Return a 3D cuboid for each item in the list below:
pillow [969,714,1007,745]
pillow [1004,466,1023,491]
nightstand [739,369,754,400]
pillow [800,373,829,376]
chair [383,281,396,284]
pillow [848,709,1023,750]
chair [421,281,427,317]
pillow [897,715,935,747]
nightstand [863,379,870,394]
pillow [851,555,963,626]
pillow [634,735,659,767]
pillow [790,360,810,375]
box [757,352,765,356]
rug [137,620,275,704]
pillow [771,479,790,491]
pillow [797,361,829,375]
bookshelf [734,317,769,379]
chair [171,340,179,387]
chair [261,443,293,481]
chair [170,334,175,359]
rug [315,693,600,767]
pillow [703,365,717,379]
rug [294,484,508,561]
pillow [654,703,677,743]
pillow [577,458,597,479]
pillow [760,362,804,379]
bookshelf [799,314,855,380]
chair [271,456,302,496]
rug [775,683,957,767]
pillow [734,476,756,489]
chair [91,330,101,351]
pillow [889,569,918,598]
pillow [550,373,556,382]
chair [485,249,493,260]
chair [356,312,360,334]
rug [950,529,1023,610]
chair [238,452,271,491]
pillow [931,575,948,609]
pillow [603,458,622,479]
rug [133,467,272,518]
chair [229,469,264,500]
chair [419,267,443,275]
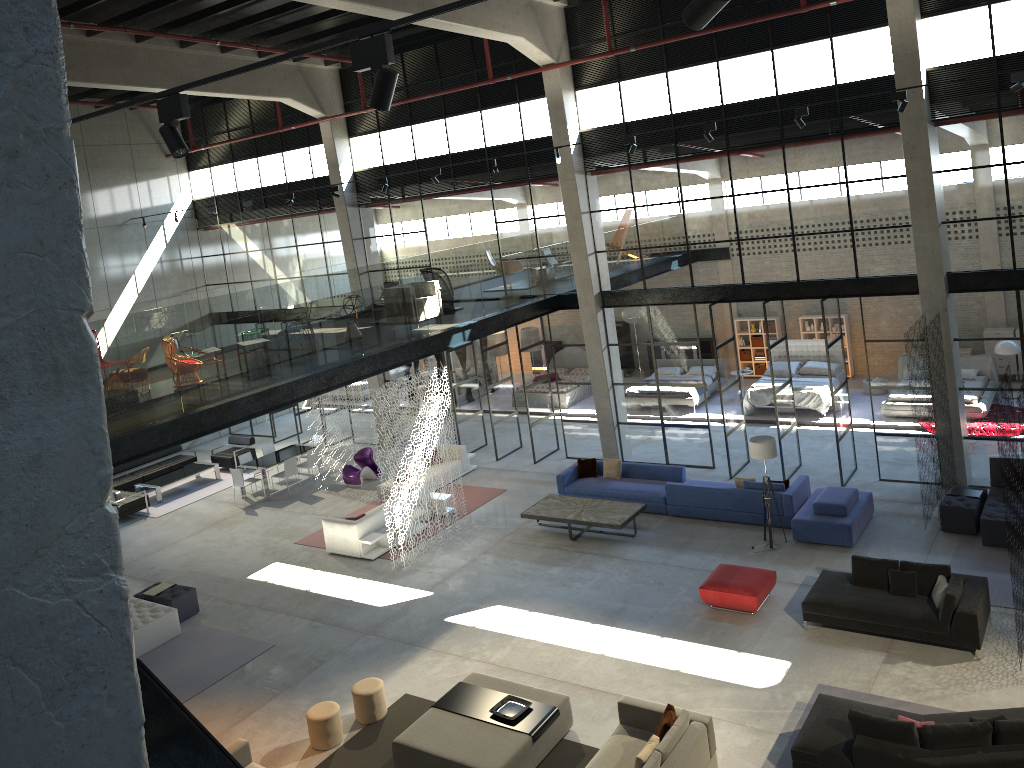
[{"bbox_3d":[4.507,3.283,8.310,0.355,0.316,0.200,-7,6,4],"label":"pillow"},{"bbox_3d":[8.135,1.524,14.080,0.412,0.341,0.240,-1,9,36],"label":"pillow"},{"bbox_3d":[6.087,0.031,23.059,0.600,0.692,0.612,-7,8,7],"label":"nightstand"},{"bbox_3d":[7.796,-0.319,22.055,0.956,0.327,0.730,0,13,36],"label":"pillow"},{"bbox_3d":[-2.741,-1.826,19.372,0.517,0.815,0.568,-3,8,35],"label":"chair"},{"bbox_3d":[4.186,3.335,8.272,1.885,0.415,0.443,-5,9,15],"label":"pillow"},{"bbox_3d":[-2.018,-1.619,17.928,0.801,0.823,1.003,-2,10,35],"label":"chair"},{"bbox_3d":[3.898,3.342,8.432,0.340,0.305,0.203,-3,8,31],"label":"pillow"},{"bbox_3d":[9.094,0.061,21.952,0.577,0.295,0.490,-1,12,32],"label":"nightstand"},{"bbox_3d":[5.192,2.549,11.295,0.750,0.413,1.594,-12,12,-24],"label":"pillow"},{"bbox_3d":[1.293,3.688,8.531,0.206,0.377,0.410,-4,9,36],"label":"pillow"},{"bbox_3d":[7.173,-0.427,22.639,1.049,0.318,0.499,0,12,35],"label":"pillow"},{"bbox_3d":[7.193,-0.868,25.350,0.212,0.107,0.134,0,11,35],"label":"box"},{"bbox_3d":[-5.642,4.353,12.425,2.638,0.020,3.707,1,15,35],"label":"rug"},{"bbox_3d":[4.605,1.814,15.183,0.397,0.367,0.264,-6,7,14],"label":"pillow"},{"bbox_3d":[7.736,-0.393,21.990,0.976,0.288,0.706,1,14,37],"label":"pillow"},{"bbox_3d":[7.151,-1.037,25.306,1.234,1.738,0.335,-3,6,35],"label":"bookshelf"},{"bbox_3d":[-5.319,-0.378,14.190,0.568,0.787,0.599,-8,7,1],"label":"chair"},{"bbox_3d":[-5.821,1.946,21.704,0.543,0.861,0.428,-3,7,35],"label":"chair"},{"bbox_3d":[-5.466,-0.521,15.143,0.791,0.761,0.633,-12,9,-29],"label":"chair"},{"bbox_3d":[-0.635,4.361,9.222,3.616,0.020,2.705,1,15,35],"label":"rug"},{"bbox_3d":[4.763,-0.320,24.441,1.922,0.309,0.560,1,13,35],"label":"pillow"},{"bbox_3d":[-2.190,2.694,17.968,2.638,0.020,3.707,1,15,35],"label":"rug"},{"bbox_3d":[1.567,3.554,9.002,0.258,0.367,0.407,-6,9,14],"label":"pillow"},{"bbox_3d":[1.520,1.696,17.685,0.397,0.367,0.264,-6,7,14],"label":"pillow"},{"bbox_3d":[6.924,-0.350,22.444,1.023,0.369,0.679,1,13,38],"label":"pillow"},{"bbox_3d":[8.691,-1.018,24.233,1.234,1.738,0.335,-3,6,35],"label":"bookshelf"},{"bbox_3d":[-5.279,2.136,20.476,0.543,0.861,0.428,-3,7,35],"label":"chair"},{"bbox_3d":[4.356,3.895,8.231,3.616,0.020,2.705,1,15,35],"label":"rug"},{"bbox_3d":[4.135,1.813,15.461,0.400,0.377,0.211,-2,8,36],"label":"pillow"},{"bbox_3d":[-6.305,-0.308,13.327,0.658,0.970,0.658,-3,8,35],"label":"chair"},{"bbox_3d":[5.059,2.573,11.348,0.341,0.304,0.191,-2,8,33],"label":"pillow"},{"bbox_3d":[1.020,-0.178,25.719,0.873,0.210,0.645,-5,12,14],"label":"pillow"},{"bbox_3d":[-0.120,-3.097,23.148,0.986,1.016,0.795,-12,8,-26],"label":"chair"},{"bbox_3d":[-3.235,-1.329,17.426,0.564,0.792,0.615,-8,7,3],"label":"chair"},{"bbox_3d":[8.003,2.599,11.957,3.616,0.020,2.705,1,15,35],"label":"rug"},{"bbox_3d":[-6.214,2.122,21.132,0.543,0.861,0.428,-3,7,35],"label":"chair"},{"bbox_3d":[5.374,2.603,10.989,0.207,0.312,0.348,-6,9,14],"label":"pillow"},{"bbox_3d":[1.990,1.688,17.406,0.400,0.377,0.211,-2,8,36],"label":"pillow"},{"bbox_3d":[-8.133,2.619,22.080,2.402,0.025,3.464,1,15,35],"label":"rug"},{"bbox_3d":[-6.124,2.298,20.255,0.418,0.861,0.556,-4,7,35],"label":"chair"},{"bbox_3d":[-1.671,-2.134,19.740,0.686,0.976,0.842,-7,7,6],"label":"chair"}]
